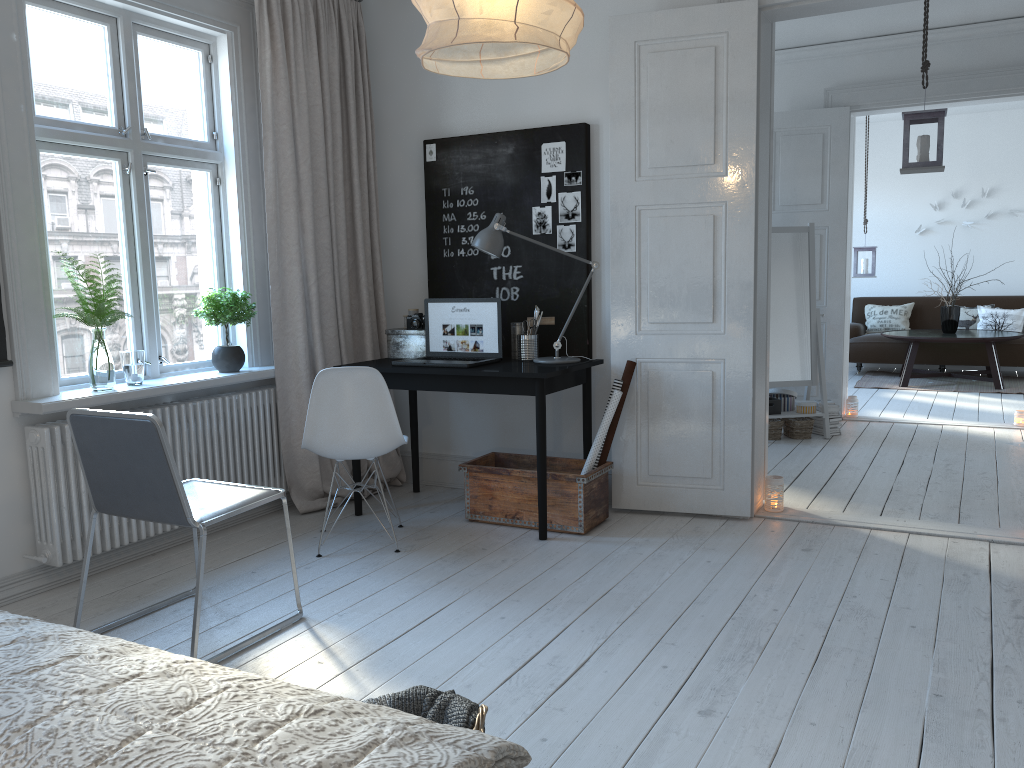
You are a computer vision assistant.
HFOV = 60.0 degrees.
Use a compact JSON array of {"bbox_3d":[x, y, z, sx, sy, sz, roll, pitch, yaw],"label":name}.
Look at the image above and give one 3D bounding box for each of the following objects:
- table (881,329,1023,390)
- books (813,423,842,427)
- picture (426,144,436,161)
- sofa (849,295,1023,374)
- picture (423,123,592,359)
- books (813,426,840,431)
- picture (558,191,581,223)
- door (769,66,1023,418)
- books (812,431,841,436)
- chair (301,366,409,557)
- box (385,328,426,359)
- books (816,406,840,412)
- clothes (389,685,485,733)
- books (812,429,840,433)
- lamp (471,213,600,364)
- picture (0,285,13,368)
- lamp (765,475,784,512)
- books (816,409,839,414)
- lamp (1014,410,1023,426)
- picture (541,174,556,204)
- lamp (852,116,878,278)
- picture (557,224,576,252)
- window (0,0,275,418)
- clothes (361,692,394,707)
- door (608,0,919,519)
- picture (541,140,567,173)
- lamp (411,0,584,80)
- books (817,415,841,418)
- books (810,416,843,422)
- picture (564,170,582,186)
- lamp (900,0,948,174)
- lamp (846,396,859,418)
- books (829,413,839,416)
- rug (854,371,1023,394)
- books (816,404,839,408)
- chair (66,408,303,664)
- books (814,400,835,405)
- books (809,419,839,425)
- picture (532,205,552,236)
[{"bbox_3d":[4.402,-0.260,8.915,1.299,0.504,1.297,1,7,18],"label":"table"},{"bbox_3d":[2.239,0.286,6.348,0.132,0.017,0.186,-5,8,-25],"label":"books"},{"bbox_3d":[-0.434,-1.240,4.752,0.061,0.088,0.004,2,9,24],"label":"picture"},{"bbox_3d":[4.771,-0.524,9.578,2.164,0.827,0.966,2,8,28],"label":"sofa"},{"bbox_3d":[-0.035,-0.717,4.653,0.952,1.175,0.063,3,9,28],"label":"picture"},{"bbox_3d":[2.239,0.314,6.353,0.128,0.016,0.180,-3,7,-17],"label":"books"},{"bbox_3d":[0.288,-0.884,4.421,0.121,0.153,0.002,3,9,28],"label":"picture"},{"bbox_3d":[3.152,-0.946,6.522,2.598,2.511,0.576,3,9,28],"label":"door"},{"bbox_3d":[2.246,0.347,6.359,0.128,0.016,0.178,-4,8,-24],"label":"books"},{"bbox_3d":[-0.695,0.306,3.947,0.474,0.826,0.553,-2,8,-7],"label":"chair"},{"bbox_3d":[-0.502,-0.216,4.690,0.317,0.153,0.192,2,8,28],"label":"box"},{"bbox_3d":[2.240,0.169,6.323,0.128,0.026,0.199,-1,7,-1],"label":"books"},{"bbox_3d":[-0.184,0.794,1.811,0.245,0.270,0.297,3,9,29],"label":"clothes"},{"bbox_3d":[2.241,0.330,6.357,0.128,0.016,0.176,-4,7,-21],"label":"books"},{"bbox_3d":[0.119,-0.460,4.265,0.617,0.718,0.229,-1,8,-1],"label":"lamp"},{"bbox_3d":[-2.077,-0.671,2.889,0.057,1.316,0.791,3,9,28],"label":"picture"},{"bbox_3d":[1.278,0.535,4.320,0.089,0.167,0.089,2,8,20],"label":"lamp"},{"bbox_3d":[2.236,0.189,6.335,0.128,0.016,0.180,-1,7,-1],"label":"books"},{"bbox_3d":[3.694,0.250,6.431,0.093,0.110,0.093,6,11,44],"label":"lamp"},{"bbox_3d":[0.183,-0.980,4.463,0.083,0.146,0.002,3,9,28],"label":"picture"},{"bbox_3d":[3.640,-1.978,9.092,0.228,1.766,0.228,2,9,24],"label":"lamp"},{"bbox_3d":[0.273,-0.733,4.452,0.103,0.136,0.001,3,9,28],"label":"picture"},{"bbox_3d":[-18.008,-1.876,0.668,26.535,15.058,25.590,2,8,28],"label":"window"},{"bbox_3d":[-0.227,0.811,1.795,0.235,0.289,0.282,-5,8,-23],"label":"clothes"},{"bbox_3d":[1.747,-0.590,3.884,2.598,2.511,0.576,3,9,28],"label":"door"},{"bbox_3d":[0.209,-1.137,4.424,0.147,0.154,0.004,3,9,28],"label":"picture"},{"bbox_3d":[-0.038,-1.238,1.656,0.340,1.234,0.338,-6,9,-30],"label":"lamp"},{"bbox_3d":[2.243,0.222,6.342,0.128,0.016,0.178,-4,7,-19],"label":"books"},{"bbox_3d":[2.240,0.243,6.337,0.128,0.022,0.193,-5,8,-29],"label":"books"},{"bbox_3d":[0.302,-1.021,4.394,0.095,0.072,0.001,3,9,28],"label":"picture"},{"bbox_3d":[2.301,-2.078,4.896,0.228,1.766,0.228,2,9,24],"label":"lamp"},{"bbox_3d":[2.676,0.178,6.973,0.089,0.166,0.089,3,9,27],"label":"lamp"},{"bbox_3d":[2.238,0.205,6.340,0.128,0.016,0.176,-2,7,-6],"label":"books"},{"bbox_3d":[4.420,-0.041,8.969,1.709,0.055,1.453,2,8,28],"label":"rug"},{"bbox_3d":[2.236,0.147,6.326,0.132,0.017,0.186,-1,7,1],"label":"books"},{"bbox_3d":[-1.099,0.448,2.985,0.562,0.799,0.523,3,9,28],"label":"chair"},{"bbox_3d":[2.233,0.130,6.339,0.111,0.014,0.156,0,7,7],"label":"books"},{"bbox_3d":[2.232,0.265,6.352,0.128,0.022,0.166,-5,8,-28],"label":"books"},{"bbox_3d":[0.153,-0.830,4.501,0.107,0.151,0.001,3,9,28],"label":"picture"}]
